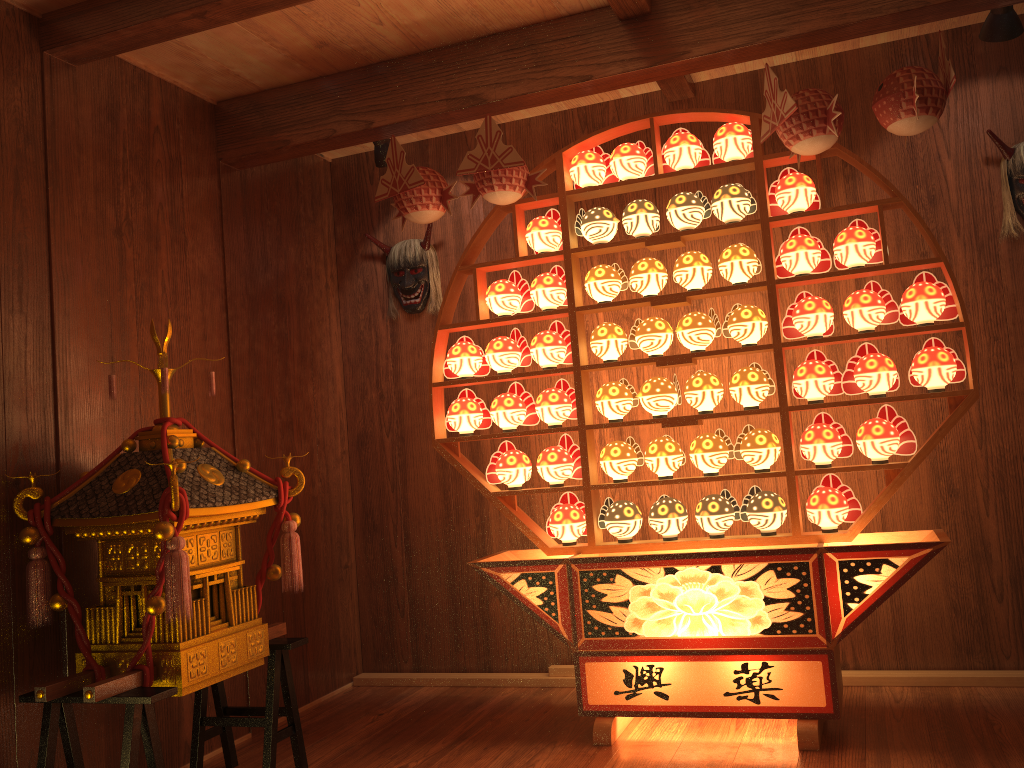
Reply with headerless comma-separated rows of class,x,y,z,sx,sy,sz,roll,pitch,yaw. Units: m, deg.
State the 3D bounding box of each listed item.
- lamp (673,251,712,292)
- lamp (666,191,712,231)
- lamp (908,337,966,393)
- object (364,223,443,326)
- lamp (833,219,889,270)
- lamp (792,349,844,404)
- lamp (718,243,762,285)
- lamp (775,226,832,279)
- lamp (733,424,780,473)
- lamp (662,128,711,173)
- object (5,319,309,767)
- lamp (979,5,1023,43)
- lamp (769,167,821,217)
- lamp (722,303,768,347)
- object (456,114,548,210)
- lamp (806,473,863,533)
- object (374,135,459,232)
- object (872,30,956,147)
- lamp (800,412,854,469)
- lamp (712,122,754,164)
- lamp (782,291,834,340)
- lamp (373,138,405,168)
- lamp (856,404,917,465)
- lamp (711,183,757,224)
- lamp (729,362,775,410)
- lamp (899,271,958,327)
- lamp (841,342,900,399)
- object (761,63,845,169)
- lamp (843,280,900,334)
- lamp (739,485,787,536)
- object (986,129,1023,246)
lamp,0.656,-0.413,3.199,0.139,0.167,0.157,-5,-4,0
lamp,0.626,-0.630,3.226,0.162,0.167,0.135,-2,-5,-30
lamp,1.396,-0.066,2.931,0.177,0.192,0.162,-7,-5,30
object,-0.487,-0.503,4.154,0.356,0.453,0.141,-6,-5,19
lamp,1.169,-0.484,3.029,0.183,0.195,0.162,-8,-5,35
lamp,1.037,-0.028,3.050,0.184,0.195,0.162,-7,-5,30
lamp,0.803,-0.432,3.149,0.136,0.173,0.161,-7,-5,25
lamp,1.004,-0.468,3.083,0.196,0.200,0.160,-6,-5,20
lamp,0.873,0.223,3.095,0.142,0.173,0.154,-3,-5,-15
lamp,0.623,-0.867,3.232,0.198,0.200,0.159,-5,-5,9
object,-1.050,0.550,2.727,0.594,1.514,0.826,-6,-5,20
lamp,1.640,-1.233,2.986,0.131,0.177,0.181,-8,-6,39
lamp,0.993,-0.688,3.098,0.199,0.200,0.158,-5,-4,4
lamp,0.837,-0.215,3.130,0.141,0.173,0.155,-4,-5,-10
object,-0.042,-0.792,3.197,0.340,0.306,0.220,-6,-5,19
lamp,1.073,0.408,3.020,0.188,0.197,0.162,-8,-5,35
object,-0.344,-0.749,3.290,0.246,0.311,0.353,0,-6,-44
object,1.239,-0.935,2.767,0.224,0.318,0.373,-6,-5,16
lamp,1.057,0.192,3.032,0.180,0.193,0.162,-7,-5,30
lamp,0.790,-0.880,3.176,0.184,0.188,0.161,-7,-5,25
lamp,1.043,-0.245,3.060,0.189,0.187,0.157,-5,-4,0
lamp,-0.521,-0.993,3.703,0.135,0.176,0.176,-5,-5,6
lamp,1.225,0.170,2.978,0.162,0.200,0.194,-2,-5,-35
lamp,0.781,-0.651,3.168,0.135,0.173,0.162,-8,-5,35
lamp,0.833,0.006,3.118,0.135,0.173,0.162,-8,-5,35
lamp,1.369,-0.288,2.951,0.194,0.200,0.162,-8,-5,35
lamp,1.228,-0.051,2.987,0.199,0.200,0.158,-5,-4,4
object,0.951,-0.890,2.862,0.242,0.314,0.363,-4,-5,-2
lamp,1.194,-0.264,3.012,0.162,0.191,0.175,-1,-6,-40
lamp,0.891,0.441,3.081,0.142,0.173,0.154,-3,-5,-15
object,2.001,-0.752,3.325,0.356,0.453,0.141,-6,-5,19
